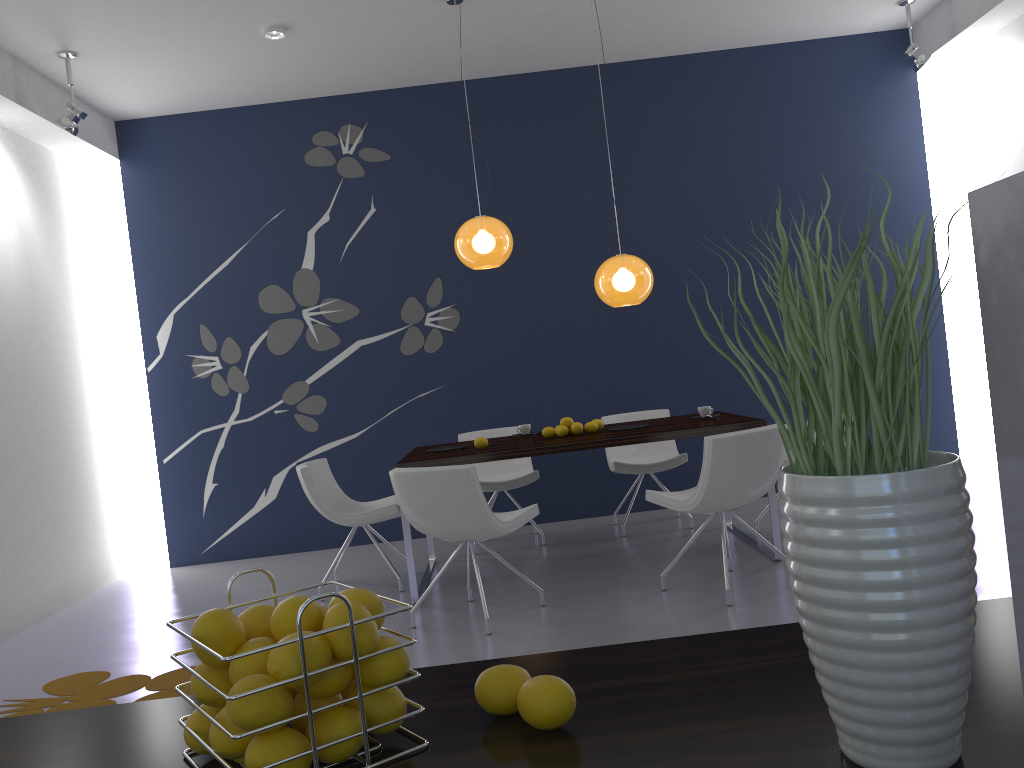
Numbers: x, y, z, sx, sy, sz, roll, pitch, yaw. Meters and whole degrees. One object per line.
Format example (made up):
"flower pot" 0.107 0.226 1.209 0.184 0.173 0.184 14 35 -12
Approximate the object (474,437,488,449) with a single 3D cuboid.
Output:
"object" -0.179 0.345 5.171 0.083 0.068 0.070 -7 1 4

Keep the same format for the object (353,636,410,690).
"object" -0.131 0.277 0.882 0.053 0.051 0.063 -7 1 -31

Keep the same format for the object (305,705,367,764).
"object" -0.169 0.336 0.851 0.061 0.053 0.053 -6 1 42

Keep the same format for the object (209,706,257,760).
"object" -0.256 0.326 0.842 0.052 0.053 0.062 -6 1 37

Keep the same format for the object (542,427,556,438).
"object" 0.224 0.294 5.383 0.083 0.068 0.070 -7 1 4

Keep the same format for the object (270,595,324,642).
"object" -0.217 0.241 0.896 0.051 0.053 0.063 -7 1 1

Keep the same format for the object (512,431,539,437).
"object" 0.089 0.330 5.791 0.154 0.020 0.154 -6 1 45

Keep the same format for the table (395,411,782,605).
"table" 0.421 0.699 5.407 2.046 0.783 1.127 -7 1 0

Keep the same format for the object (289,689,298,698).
"object" -0.239 0.305 0.929 0.051 0.053 0.062 -7 1 8

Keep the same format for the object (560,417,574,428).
"object" 0.334 0.235 5.379 0.083 0.068 0.070 -7 1 4

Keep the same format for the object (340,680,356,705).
"object" -0.180 0.336 0.941 0.064 0.063 0.074 -6 1 20

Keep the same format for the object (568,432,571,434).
"object" 0.348 0.273 5.500 0.079 0.077 0.094 -6 1 44

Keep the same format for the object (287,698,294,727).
"object" -0.234 0.343 0.963 0.051 0.053 0.063 -7 1 8

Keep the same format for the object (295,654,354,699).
"object" -0.188 0.283 0.873 0.064 0.053 0.051 -7 1 3

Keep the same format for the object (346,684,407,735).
"object" -0.137 0.325 0.899 0.060 0.057 0.052 -7 1 2

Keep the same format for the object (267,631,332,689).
"object" -0.198 0.259 0.832 0.063 0.051 0.053 -8 1 -45

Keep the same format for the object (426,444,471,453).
"object" -0.382 0.393 5.359 0.232 0.020 0.232 -6 1 28

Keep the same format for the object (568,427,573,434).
"object" 0.383 0.273 5.426 0.081 0.071 0.069 -7 1 -23

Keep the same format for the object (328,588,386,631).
"object" -0.160 0.237 0.915 0.053 0.051 0.063 -8 1 -43

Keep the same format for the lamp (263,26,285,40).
"lamp" -1.484 -2.191 5.535 0.132 0.035 0.132 -7 1 0

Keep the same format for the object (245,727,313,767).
"object" -0.213 0.341 0.811 0.053 0.053 0.061 -6 1 45

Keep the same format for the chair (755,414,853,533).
"chair" 1.805 0.522 5.464 0.620 0.805 0.508 -7 1 -5

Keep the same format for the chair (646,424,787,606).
"chair" 1.066 0.624 4.450 0.508 0.805 0.620 -7 1 -30

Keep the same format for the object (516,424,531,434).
"object" 0.082 0.300 5.782 0.081 0.064 0.101 -6 1 25

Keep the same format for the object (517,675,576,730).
"object" 0.034 0.317 0.884 0.053 0.051 0.063 -7 1 -31

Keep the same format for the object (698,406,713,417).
"object" 1.196 0.172 5.456 0.101 0.064 0.081 -6 1 26

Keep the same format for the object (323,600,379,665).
"object" -0.157 0.241 0.863 0.052 0.060 0.057 -7 1 -12

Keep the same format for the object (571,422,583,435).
"object" 0.392 0.269 5.343 0.076 0.080 0.094 -7 1 1

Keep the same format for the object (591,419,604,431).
"object" 0.521 0.253 5.454 0.079 0.077 0.094 -7 1 -26

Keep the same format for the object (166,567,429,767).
"object" -0.222 0.284 0.897 0.189 0.174 0.207 -7 1 -35

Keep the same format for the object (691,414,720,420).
"object" 1.191 0.204 5.461 0.154 0.020 0.154 -8 1 -44

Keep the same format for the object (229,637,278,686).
"object" -0.249 0.277 0.872 0.055 0.051 0.061 -7 1 -6

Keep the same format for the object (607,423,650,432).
"object" 0.701 0.264 5.332 0.232 0.020 0.232 -6 1 28

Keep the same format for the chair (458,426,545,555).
"chair" -0.082 0.734 6.313 0.508 0.805 0.620 -7 1 -5

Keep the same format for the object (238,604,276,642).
"object" -0.269 0.261 0.941 0.051 0.053 0.063 -7 1 13

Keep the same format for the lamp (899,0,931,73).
"lamp" 2.872 -2.480 6.330 0.185 0.511 0.150 -7 1 0

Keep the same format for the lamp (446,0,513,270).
"lamp" -0.251 -1.524 5.377 0.358 1.645 0.359 -7 1 11

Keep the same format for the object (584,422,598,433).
"object" 0.481 0.263 5.380 0.083 0.068 0.070 -7 1 4

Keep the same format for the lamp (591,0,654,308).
"lamp" 0.581 -1.457 5.385 0.359 1.974 0.358 -7 1 5

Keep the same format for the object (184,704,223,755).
"object" -0.306 0.352 0.915 0.053 0.052 0.062 -6 1 39

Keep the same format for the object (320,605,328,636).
"object" -0.214 0.266 0.964 0.061 0.052 0.053 -7 1 13

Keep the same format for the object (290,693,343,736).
"object" -0.199 0.333 0.902 0.057 0.060 0.052 -7 1 6

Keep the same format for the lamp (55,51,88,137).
"lamp" -2.769 -1.798 5.533 0.185 0.511 0.150 -7 1 0

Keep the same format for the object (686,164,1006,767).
"object" 0.284 0.062 0.767 0.247 0.502 0.269 -6 1 43

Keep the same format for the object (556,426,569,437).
"object" 0.302 0.285 5.341 0.070 0.068 0.083 -7 1 -31

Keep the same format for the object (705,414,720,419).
"object" 1.211 0.196 5.349 0.032 0.028 0.155 -7 1 -19

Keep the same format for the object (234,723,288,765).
"object" -0.254 0.349 0.885 0.061 0.055 0.050 -8 1 -45

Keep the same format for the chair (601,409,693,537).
"chair" 0.951 0.611 6.317 0.508 0.805 0.620 -7 1 0

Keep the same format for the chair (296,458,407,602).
"chair" -0.958 0.850 5.452 0.620 0.805 0.508 -7 1 0

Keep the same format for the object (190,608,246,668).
"object" -0.290 0.251 0.877 0.050 0.060 0.059 -7 1 -1

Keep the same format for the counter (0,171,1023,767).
"counter" 0.956 0.444 0.474 3.291 1.300 1.302 -7 1 0

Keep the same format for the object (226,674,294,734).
"object" -0.229 0.292 0.808 0.053 0.055 0.060 -6 1 43

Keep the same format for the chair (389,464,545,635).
"chair" -0.226 0.777 4.454 0.508 0.805 0.620 -6 1 35

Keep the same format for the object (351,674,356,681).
"object" -0.172 0.283 0.928 0.062 0.053 0.052 -7 1 -28

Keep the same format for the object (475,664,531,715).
"object" -0.008 0.321 0.932 0.063 0.051 0.053 -7 1 4

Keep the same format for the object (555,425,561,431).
"object" 0.301 0.284 5.425 0.070 0.068 0.083 -7 1 -31

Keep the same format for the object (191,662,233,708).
"object" -0.293 0.301 0.896 0.061 0.054 0.053 -8 1 -44
